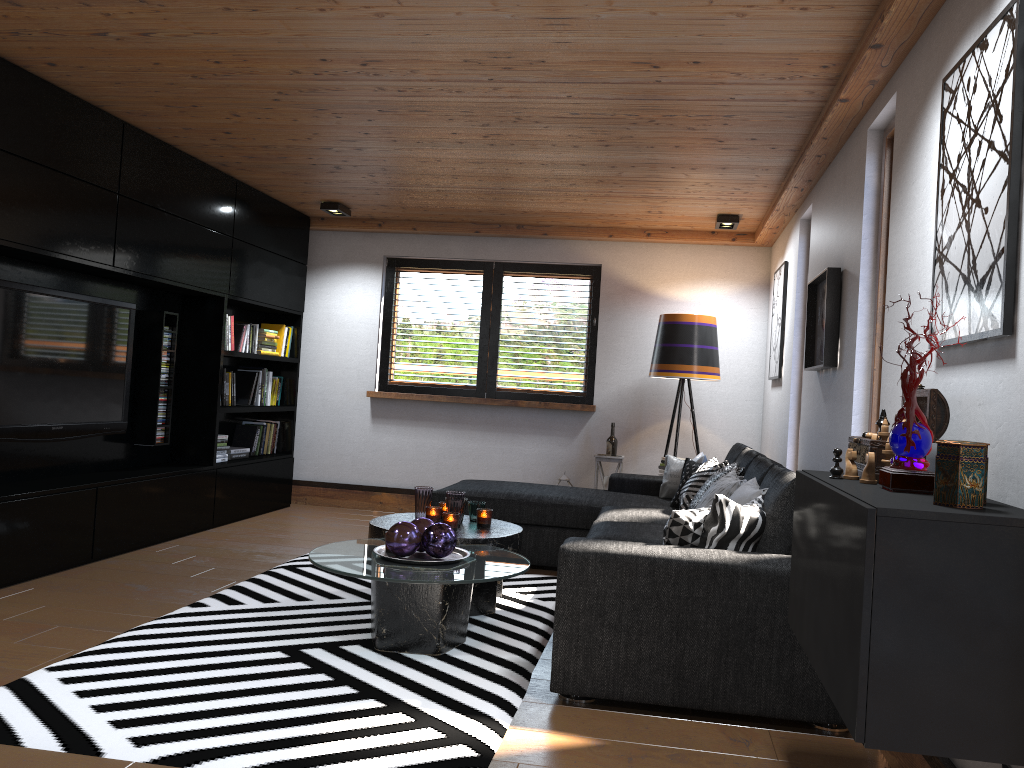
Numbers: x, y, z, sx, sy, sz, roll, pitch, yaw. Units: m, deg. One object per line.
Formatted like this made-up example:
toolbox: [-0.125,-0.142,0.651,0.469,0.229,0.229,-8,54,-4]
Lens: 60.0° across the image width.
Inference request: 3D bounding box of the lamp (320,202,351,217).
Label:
lamp: [-1.344,-1.339,6.771,0.155,0.068,0.262,3,0,9]

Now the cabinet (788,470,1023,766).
cabinet: [0.939,0.493,2.178,0.356,0.468,0.958,3,-1,10]

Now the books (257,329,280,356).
books: [-1.983,-0.327,6.931,0.259,0.197,0.297,3,-1,12]

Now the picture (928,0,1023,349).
picture: [1.181,-0.494,2.271,0.020,0.782,0.564,3,-1,10]

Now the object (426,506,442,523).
object: [-0.385,0.643,4.327,0.078,0.081,0.080,3,-1,24]

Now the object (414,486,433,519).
object: [-0.443,0.597,4.410,0.095,0.167,0.094,4,-1,-20]

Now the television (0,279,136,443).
television: [-2.441,-0.095,4.766,0.050,0.813,1.257,3,-1,10]

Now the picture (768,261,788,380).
picture: [1.845,-0.423,6.158,0.020,0.782,0.564,3,-1,10]

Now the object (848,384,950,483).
object: [1.054,0.132,2.450,0.209,0.270,0.288,3,-1,9]

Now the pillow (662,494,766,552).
pillow: [0.772,0.566,3.293,0.541,0.346,0.297,4,-1,-30]

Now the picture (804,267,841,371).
picture: [1.492,-0.297,4.275,0.066,0.451,0.560,3,-1,10]

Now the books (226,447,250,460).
books: [-2.115,0.513,6.594,0.208,0.073,0.267,3,-1,13]

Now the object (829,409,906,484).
object: [0.974,0.163,2.408,0.201,0.197,0.357,3,-1,21]

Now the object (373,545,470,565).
object: [-0.368,0.696,3.628,0.391,0.022,0.398,3,0,28]

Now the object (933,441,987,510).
object: [0.936,0.189,1.856,0.108,0.135,0.097,4,-1,-1]

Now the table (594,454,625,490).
table: [0.733,0.854,6.818,0.226,0.609,0.225,3,-1,9]

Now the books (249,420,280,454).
books: [-2.024,0.429,7.157,0.212,0.261,0.253,3,-1,9]

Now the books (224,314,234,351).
books: [-2.082,-0.372,6.177,0.207,0.270,0.241,3,-1,9]

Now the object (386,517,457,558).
object: [-0.373,0.630,3.644,0.285,0.143,0.263,4,-1,-7]

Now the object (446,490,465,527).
object: [-0.278,0.606,4.302,0.095,0.167,0.094,4,-1,-20]

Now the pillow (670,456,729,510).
pillow: [1.094,0.595,5.080,0.310,0.364,0.669,4,-1,5]

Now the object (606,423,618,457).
object: [0.770,0.439,6.822,0.088,0.286,0.087,4,-1,-28]

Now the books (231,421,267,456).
books: [-2.059,0.428,6.950,0.206,0.256,0.245,3,-1,8]

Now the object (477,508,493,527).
object: [-0.136,0.658,4.363,0.078,0.081,0.080,3,-1,24]

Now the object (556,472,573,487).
object: [0.400,0.908,6.918,0.252,0.462,0.252,3,-1,9]

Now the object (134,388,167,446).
object: [-2.292,0.198,5.629,0.125,0.379,0.125,3,-1,9]

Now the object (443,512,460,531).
object: [-0.288,0.647,4.171,0.078,0.081,0.080,3,-1,24]

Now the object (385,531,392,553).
object: [-0.488,0.656,3.676,0.078,0.081,0.080,3,-1,24]

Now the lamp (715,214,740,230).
lamp: [1.538,-1.163,6.341,0.155,0.068,0.262,3,0,9]

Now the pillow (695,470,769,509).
pillow: [0.924,0.557,3.807,0.283,0.328,0.727,4,-1,-1]

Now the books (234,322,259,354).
books: [-2.063,-0.348,6.653,0.181,0.232,0.285,3,-1,12]

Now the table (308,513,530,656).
table: [-0.325,0.870,3.933,0.893,0.371,1.529,3,0,10]

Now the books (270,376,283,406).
books: [-1.990,0.053,7.143,0.188,0.238,0.290,3,-1,8]

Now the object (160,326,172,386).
object: [-2.269,-0.180,5.638,0.125,0.379,0.125,3,-1,9]

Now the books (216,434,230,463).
books: [-2.164,0.451,6.241,0.257,0.188,0.304,3,-1,16]

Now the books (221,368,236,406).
books: [-2.118,0.020,6.390,0.209,0.270,0.237,3,-1,9]

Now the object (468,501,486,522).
object: [-0.181,0.649,4.499,0.093,0.099,0.091,4,-1,-44]

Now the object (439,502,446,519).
object: [-0.337,0.647,4.527,0.078,0.081,0.080,3,-1,24]

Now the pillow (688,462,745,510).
pillow: [1.020,0.583,4.450,0.274,0.356,0.730,3,-1,10]

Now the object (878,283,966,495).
object: [0.986,0.009,2.147,0.151,0.505,0.325,3,-1,9]

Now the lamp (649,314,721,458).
lamp: [1.784,0.385,6.637,1.637,1.699,0.521,4,-1,-13]

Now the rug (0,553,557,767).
rug: [-0.672,1.040,3.799,1.656,0.020,2.910,3,0,9]

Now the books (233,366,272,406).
books: [-2.030,0.017,6.820,0.221,0.296,0.346,3,-1,9]

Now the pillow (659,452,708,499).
pillow: [1.105,0.595,5.589,0.218,0.347,0.565,4,-1,-10]

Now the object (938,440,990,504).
object: [1.002,0.194,1.973,0.107,0.135,0.098,3,-1,41]

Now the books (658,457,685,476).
books: [1.220,0.626,6.502,0.221,0.159,0.253,4,-1,-24]

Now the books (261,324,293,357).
books: [-1.914,-0.350,7.186,0.212,0.261,0.211,3,-1,9]

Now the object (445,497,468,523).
object: [-0.281,0.630,4.419,0.114,0.122,0.113,4,-1,-15]

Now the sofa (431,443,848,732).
sofa: [0.400,0.710,4.548,2.081,0.818,3.099,3,0,9]
